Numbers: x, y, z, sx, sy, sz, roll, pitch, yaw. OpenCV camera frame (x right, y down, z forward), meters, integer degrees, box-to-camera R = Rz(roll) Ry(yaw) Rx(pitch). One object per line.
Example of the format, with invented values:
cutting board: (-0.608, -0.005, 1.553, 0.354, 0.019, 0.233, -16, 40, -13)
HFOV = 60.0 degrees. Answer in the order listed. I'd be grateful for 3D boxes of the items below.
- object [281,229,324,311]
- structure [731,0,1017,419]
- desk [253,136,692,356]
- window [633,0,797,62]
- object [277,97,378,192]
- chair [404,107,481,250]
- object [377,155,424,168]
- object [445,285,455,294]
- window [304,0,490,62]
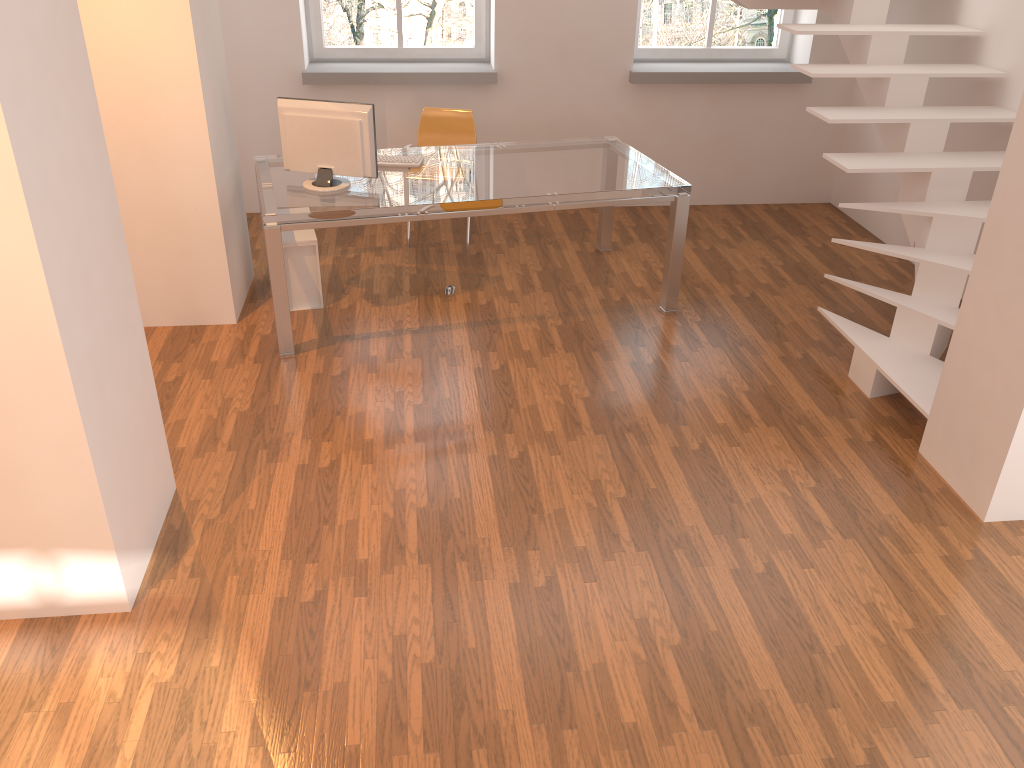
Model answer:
object: (-1.240, -0.711, 5.161, 0.200, 0.422, 0.474, -7, 30, -15)
structure: (0.432, -1.818, 4.519, 4.630, 3.042, 3.450, -2, 29, -6)
desk: (-0.267, -0.863, 5.115, 2.239, 0.750, 1.092, -7, 30, -15)
window: (1.482, -3.184, 6.281, 1.308, 1.737, 0.142, -2, 29, -6)
object: (-0.973, -1.224, 4.537, 0.516, 0.418, 0.245, 13, 31, 20)
chair: (-0.465, -1.365, 5.904, 0.495, 0.829, 0.464, 5, 30, 7)
object: (-0.741, -1.271, 5.026, 0.467, 0.031, 0.200, 3, 29, 3)
object: (-0.373, -0.569, 5.336, 0.054, 0.035, 0.115, 3, 29, 3)
window: (-0.796, -3.096, 6.037, 1.308, 1.737, 0.142, -2, 29, -6)
